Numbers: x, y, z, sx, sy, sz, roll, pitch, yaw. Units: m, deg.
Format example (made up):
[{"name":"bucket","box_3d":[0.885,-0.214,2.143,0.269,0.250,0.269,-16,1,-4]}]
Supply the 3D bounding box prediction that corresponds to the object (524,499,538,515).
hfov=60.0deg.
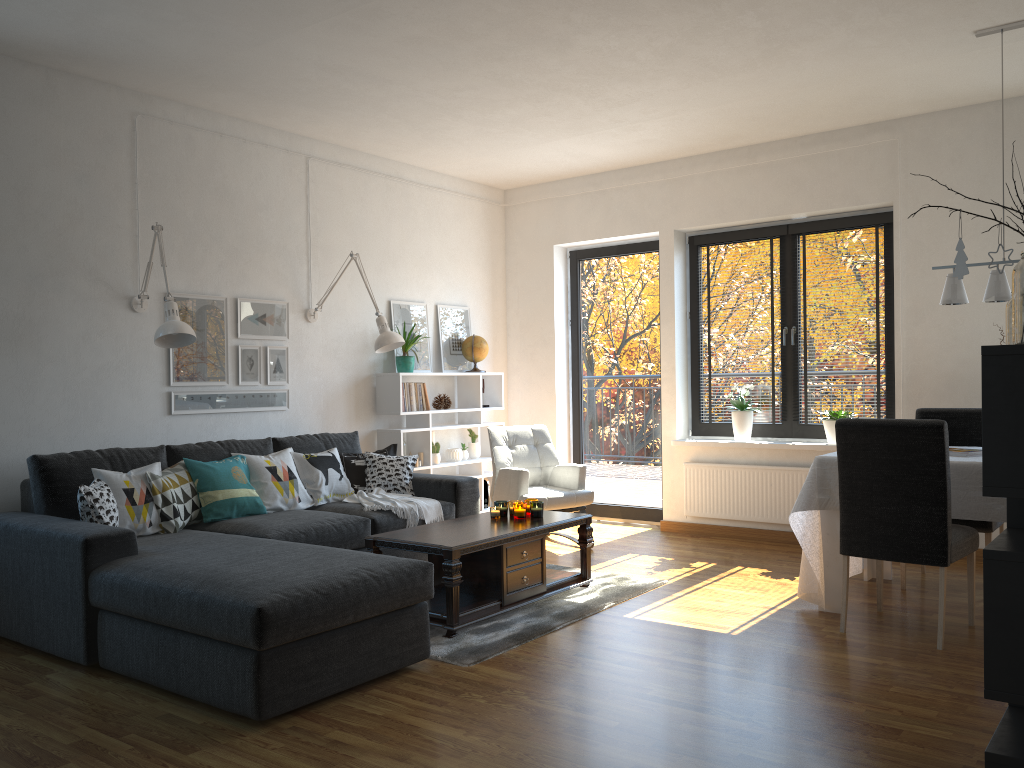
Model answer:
[{"name":"object","box_3d":[0.106,0.675,4.869,0.079,0.081,0.079,-1,1,32]}]

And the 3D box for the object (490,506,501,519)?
[{"name":"object","box_3d":[-0.089,0.688,4.741,0.060,0.061,0.060,-1,1,42]}]

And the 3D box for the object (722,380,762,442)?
[{"name":"object","box_3d":[1.645,0.192,6.336,0.286,0.444,0.340,-1,1,25]}]

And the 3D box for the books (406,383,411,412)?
[{"name":"books","box_3d":[-0.788,0.096,6.357,0.136,0.209,0.044,0,1,37]}]

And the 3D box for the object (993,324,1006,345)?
[{"name":"object","box_3d":[2.461,-0.055,4.126,0.403,0.785,0.615,-1,1,12]}]

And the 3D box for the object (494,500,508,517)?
[{"name":"object","box_3d":[-0.058,0.677,4.811,0.079,0.081,0.079,-1,1,32]}]

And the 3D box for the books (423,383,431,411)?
[{"name":"books","box_3d":[-0.669,0.094,6.512,0.132,0.204,0.070,0,1,38]}]

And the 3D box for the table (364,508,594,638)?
[{"name":"table","box_3d":[-0.131,0.924,4.551,0.570,0.409,1.179,-1,0,37]}]

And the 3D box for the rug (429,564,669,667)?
[{"name":"rug","box_3d":[-0.064,1.129,4.615,1.052,0.034,1.813,-1,0,36]}]

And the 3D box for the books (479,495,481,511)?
[{"name":"books","box_3d":[-0.315,0.926,6.943,0.183,0.124,0.013,-1,1,37]}]

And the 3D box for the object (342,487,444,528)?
[{"name":"object","box_3d":[-0.764,0.738,5.159,0.606,0.212,0.488,-1,0,33]}]

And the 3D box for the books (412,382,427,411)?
[{"name":"books","box_3d":[-0.691,0.094,6.489,0.128,0.211,0.061,0,1,38]}]

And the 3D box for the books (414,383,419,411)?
[{"name":"books","box_3d":[-0.738,0.095,6.423,0.133,0.209,0.044,0,1,37]}]

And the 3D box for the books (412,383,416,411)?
[{"name":"books","box_3d":[-0.756,0.095,6.401,0.135,0.208,0.048,0,1,37]}]

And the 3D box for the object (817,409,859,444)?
[{"name":"object","box_3d":[2.199,0.286,5.988,0.267,0.237,0.283,-1,0,19]}]

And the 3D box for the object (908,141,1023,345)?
[{"name":"object","box_3d":[1.048,-0.337,1.851,0.426,0.522,0.298,-1,1,34]}]

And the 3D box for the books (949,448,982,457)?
[{"name":"books","box_3d":[2.156,0.330,4.313,0.204,0.022,0.278,-1,0,-26]}]

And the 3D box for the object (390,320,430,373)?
[{"name":"object","box_3d":[-0.768,-0.265,6.413,0.387,0.372,0.424,-1,0,24]}]

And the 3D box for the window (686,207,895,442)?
[{"name":"window","box_3d":[9.615,1.674,15.359,21.827,18.375,12.971,-1,1,-23]}]

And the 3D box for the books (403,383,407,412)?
[{"name":"books","box_3d":[-0.812,0.098,6.326,0.136,0.210,0.033,0,1,38]}]

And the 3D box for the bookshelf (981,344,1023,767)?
[{"name":"bookshelf","box_3d":[1.382,0.517,2.151,0.237,1.201,1.189,0,1,37]}]

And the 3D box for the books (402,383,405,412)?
[{"name":"books","box_3d":[-0.824,0.097,6.307,0.129,0.205,0.043,0,1,37]}]

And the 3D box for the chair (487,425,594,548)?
[{"name":"chair","box_3d":[0.172,0.717,6.181,0.545,0.832,0.685,-1,1,-28]}]

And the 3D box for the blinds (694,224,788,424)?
[{"name":"blinds","box_3d":[1.684,-0.417,6.510,0.710,1.422,0.049,0,1,37]}]

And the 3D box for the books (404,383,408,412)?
[{"name":"books","box_3d":[-0.801,0.095,6.338,0.129,0.209,0.035,0,1,37]}]

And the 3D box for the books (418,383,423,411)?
[{"name":"books","box_3d":[-0.713,0.094,6.460,0.133,0.208,0.044,0,1,38]}]

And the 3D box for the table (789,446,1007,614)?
[{"name":"table","box_3d":[2.407,0.716,4.225,1.856,0.763,1.235,-1,0,38]}]

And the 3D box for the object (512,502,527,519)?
[{"name":"object","box_3d":[0.042,0.676,4.735,0.079,0.081,0.079,-1,1,32]}]

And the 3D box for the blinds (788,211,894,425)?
[{"name":"blinds","box_3d":[2.261,-0.426,6.075,0.710,1.422,0.049,0,1,37]}]

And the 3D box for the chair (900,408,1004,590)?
[{"name":"chair","box_3d":[2.389,0.617,4.806,0.461,0.960,0.544,0,1,37]}]

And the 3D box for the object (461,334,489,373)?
[{"name":"object","box_3d":[-0.292,-0.240,7.035,0.217,0.305,0.216,-1,1,-36]}]

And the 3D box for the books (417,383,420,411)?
[{"name":"books","box_3d":[-0.726,0.097,6.442,0.131,0.204,0.035,0,1,37]}]

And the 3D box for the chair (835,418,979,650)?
[{"name":"chair","box_3d":[1.796,0.628,4.020,0.461,0.960,0.544,0,1,42]}]

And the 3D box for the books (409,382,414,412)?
[{"name":"books","box_3d":[-0.769,0.094,6.375,0.133,0.210,0.044,0,1,38]}]

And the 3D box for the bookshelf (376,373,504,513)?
[{"name":"bookshelf","box_3d":[-0.510,0.517,6.738,0.237,1.201,1.189,0,1,37]}]

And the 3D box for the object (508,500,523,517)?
[{"name":"object","box_3d":[0.020,0.676,4.820,0.079,0.081,0.079,-1,1,32]}]

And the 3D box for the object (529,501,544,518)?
[{"name":"object","box_3d":[0.133,0.674,4.767,0.079,0.081,0.079,-1,1,32]}]
